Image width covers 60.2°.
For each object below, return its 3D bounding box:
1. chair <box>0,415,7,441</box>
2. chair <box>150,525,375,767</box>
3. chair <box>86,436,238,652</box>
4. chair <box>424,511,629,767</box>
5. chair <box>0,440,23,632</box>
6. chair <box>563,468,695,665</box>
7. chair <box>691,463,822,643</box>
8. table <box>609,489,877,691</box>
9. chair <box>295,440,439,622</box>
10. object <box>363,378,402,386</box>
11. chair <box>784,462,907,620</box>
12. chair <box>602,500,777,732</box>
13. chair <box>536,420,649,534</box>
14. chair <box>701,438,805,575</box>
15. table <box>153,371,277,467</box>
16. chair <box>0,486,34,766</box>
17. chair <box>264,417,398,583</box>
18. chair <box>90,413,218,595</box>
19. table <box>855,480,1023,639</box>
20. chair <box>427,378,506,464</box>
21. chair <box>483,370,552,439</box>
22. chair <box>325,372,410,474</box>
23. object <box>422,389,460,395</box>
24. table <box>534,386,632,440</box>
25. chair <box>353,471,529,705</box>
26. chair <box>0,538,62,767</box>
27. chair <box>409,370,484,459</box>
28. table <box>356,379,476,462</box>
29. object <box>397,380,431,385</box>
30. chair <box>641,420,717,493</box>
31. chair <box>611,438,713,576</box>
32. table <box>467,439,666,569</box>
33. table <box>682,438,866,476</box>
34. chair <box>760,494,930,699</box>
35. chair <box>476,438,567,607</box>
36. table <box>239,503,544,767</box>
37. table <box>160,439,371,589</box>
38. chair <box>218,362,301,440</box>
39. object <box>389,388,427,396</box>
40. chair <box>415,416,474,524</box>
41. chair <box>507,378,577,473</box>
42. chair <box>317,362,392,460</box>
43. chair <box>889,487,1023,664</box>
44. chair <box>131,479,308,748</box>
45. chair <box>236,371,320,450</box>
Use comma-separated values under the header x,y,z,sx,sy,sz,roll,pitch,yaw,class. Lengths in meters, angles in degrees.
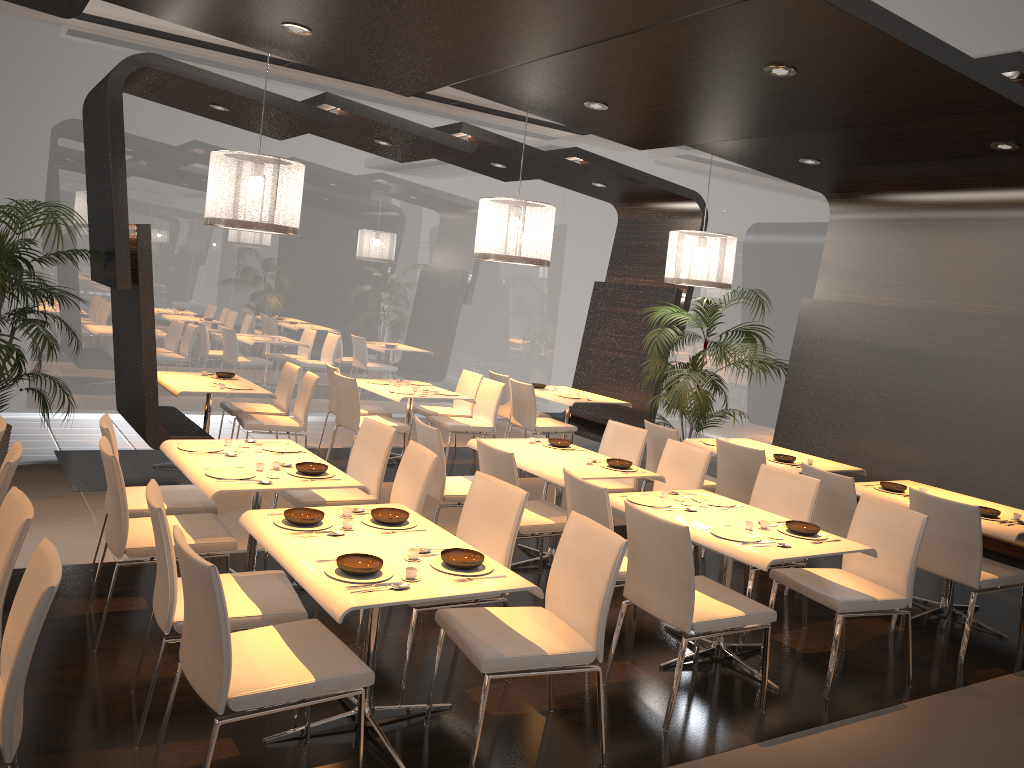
x,y,z,sx,sy,sz,roll,pitch,yaw,class
-2.776,0.607,4.182,0.603,0.867,0.487,4,3,-30,chair
-0.841,0.944,2.975,0.603,0.867,0.487,4,4,-35,chair
-1.669,0.722,4.210,0.603,0.867,0.487,4,3,-30,chair
0.062,0.987,3.471,0.604,0.867,0.487,5,3,-25,chair
-2.415,0.701,3.670,0.604,0.867,0.487,5,3,-25,chair
0.562,0.919,4.611,0.604,0.872,0.487,5,3,-25,chair
1.407,0.950,5.157,0.603,0.872,0.487,4,4,-35,chair
1.102,1.056,4.564,0.798,0.724,1.155,3,6,-33,table
-0.767,0.767,4.706,0.604,0.872,0.487,5,3,-25,chair
-1.248,-0.022,8.657,0.334,0.038,0.379,1,8,-39,object
2.158,0.976,5.637,0.604,0.867,0.487,5,3,-25,chair
0.815,1.008,4.041,0.603,0.872,0.487,4,3,-30,chair
0.600,0.726,6.411,0.603,0.867,0.487,4,4,-35,chair
1.772,0.858,6.373,0.603,0.872,0.487,4,4,-35,chair
-2.598,0.341,7.520,0.798,0.724,1.155,3,6,-33,table
-1.964,0.833,2.918,0.603,0.872,0.487,4,4,-35,chair
-1.077,0.664,5.327,0.603,0.867,0.487,4,4,-35,chair
-1.931,0.634,4.767,0.604,0.867,0.487,5,3,-25,chair
2.805,1.120,5.649,0.798,0.724,1.155,3,6,-33,table
-0.446,0.388,8.499,0.603,0.867,0.487,4,3,-30,chair
0.046,0.324,9.580,0.603,0.867,0.487,4,3,-30,chair
-1.297,0.361,7.934,0.603,0.872,0.487,4,4,-35,chair
-0.681,0.068,8.387,0.334,0.038,0.379,0,8,-44,object
0.591,0.461,9.553,0.798,0.724,1.155,3,6,-33,table
-0.313,0.887,4.050,0.603,0.872,0.487,4,4,-35,chair
-1.603,0.927,2.407,0.603,0.872,0.487,4,3,-30,chair
-0.681,0.300,9.101,0.603,0.872,0.487,4,3,-30,chair
-1.007,0.401,8.531,0.798,0.724,1.155,3,6,-33,table
-0.998,-0.023,8.913,0.334,0.038,0.379,0,8,-44,object
1.331,0.757,6.873,0.604,0.872,0.487,5,3,-25,chair
0.911,0.827,5.790,0.603,0.867,0.487,4,3,-30,chair
0.401,0.838,5.886,1.050,0.723,1.155,3,6,-33,table
1.979,0.898,6.885,0.798,0.724,1.155,3,6,-33,table
1.718,1.051,4.537,0.604,0.872,0.487,5,3,-25,chair
0.083,0.796,5.276,0.603,0.872,0.487,4,3,-30,chair
-0.554,0.994,3.498,0.798,0.724,1.155,3,6,-33,table
-1.383,0.772,4.733,0.798,0.724,1.155,3,6,-33,table
-2.295,0.243,8.040,0.603,0.872,0.487,4,3,-30,chair
-0.947,0.068,8.130,0.334,0.038,0.379,1,8,-39,object
-0.353,0.690,5.806,0.604,0.867,0.487,5,3,-25,chair
0.281,0.416,8.979,0.603,0.872,0.487,4,3,-30,chair
-1.526,0.263,8.595,0.604,0.867,0.487,5,3,-25,chair
2.635,1.078,5.170,0.603,0.867,0.487,4,3,-30,chair
-1.156,0.855,3.484,0.604,0.867,0.487,5,3,-25,chair
-1.992,0.333,7.481,0.604,0.867,0.487,5,3,-25,chair
